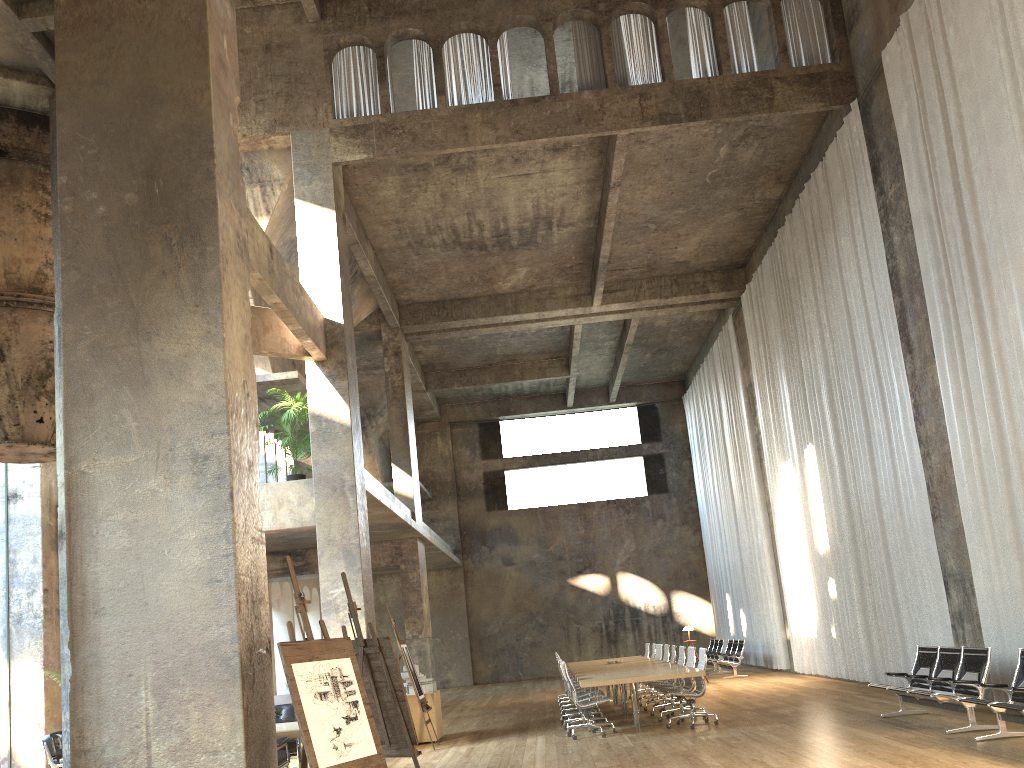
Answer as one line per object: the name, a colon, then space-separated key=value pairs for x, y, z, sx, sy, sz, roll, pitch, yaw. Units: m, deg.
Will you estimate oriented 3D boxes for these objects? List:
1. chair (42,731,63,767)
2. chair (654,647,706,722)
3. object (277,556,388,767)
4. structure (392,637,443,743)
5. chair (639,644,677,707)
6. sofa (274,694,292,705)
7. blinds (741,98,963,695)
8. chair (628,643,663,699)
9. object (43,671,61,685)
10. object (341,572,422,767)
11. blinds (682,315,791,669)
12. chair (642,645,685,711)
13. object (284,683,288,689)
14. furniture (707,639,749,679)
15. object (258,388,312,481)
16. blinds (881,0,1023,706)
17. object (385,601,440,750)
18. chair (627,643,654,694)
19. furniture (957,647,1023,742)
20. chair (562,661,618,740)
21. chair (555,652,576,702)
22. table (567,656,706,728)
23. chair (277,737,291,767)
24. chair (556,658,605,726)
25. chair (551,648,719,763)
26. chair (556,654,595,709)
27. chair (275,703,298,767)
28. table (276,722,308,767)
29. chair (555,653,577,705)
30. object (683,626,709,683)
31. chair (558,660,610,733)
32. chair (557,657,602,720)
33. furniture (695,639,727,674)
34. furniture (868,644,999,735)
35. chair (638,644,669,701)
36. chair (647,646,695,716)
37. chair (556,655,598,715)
chair: x=-4.678 y=4.269 z=9.742 sx=0.820 sy=0.872 sz=0.749 roll=-5 pitch=-12 yaw=-5
chair: x=2.433 y=4.408 z=12.919 sx=0.700 sy=1.002 sz=0.681 roll=-7 pitch=-11 yaw=4
object: x=-1.188 y=2.136 z=5.654 sx=0.691 sy=2.097 sz=0.710 roll=-11 pitch=-11 yaw=27
structure: x=-1.446 y=4.667 z=13.398 sx=0.594 sy=1.512 sz=0.760 roll=-6 pitch=-10 yaw=1
chair: x=2.534 y=5.166 z=15.586 sx=0.700 sy=1.002 sz=0.680 roll=-7 pitch=-11 yaw=6
sofa: x=-4.267 y=6.329 z=16.753 sx=2.064 sy=0.704 sz=3.004 roll=-6 pitch=-16 yaw=1
blinds: x=5.606 y=1.044 z=16.013 sx=0.275 sy=8.441 sz=8.023 roll=-6 pitch=-12 yaw=2
chair: x=2.592 y=5.669 z=17.356 sx=0.701 sy=1.002 sz=0.680 roll=-8 pitch=-11 yaw=9
object: x=-6.100 y=4.121 z=12.223 sx=0.687 sy=0.918 sz=0.882 roll=-4 pitch=-12 yaw=-8
object: x=-1.220 y=2.678 z=7.524 sx=0.711 sy=2.097 sz=0.691 roll=-12 pitch=-11 yaw=32
blinds: x=5.939 y=3.478 z=24.587 sx=0.275 sy=8.441 sz=8.027 roll=-6 pitch=-12 yaw=0
chair: x=2.498 y=4.919 z=14.716 sx=0.701 sy=1.002 sz=0.680 roll=-8 pitch=-11 yaw=9
object: x=-4.971 y=7.454 z=22.363 sx=1.404 sy=1.771 sz=1.387 roll=-7 pitch=-12 yaw=7
furniture: x=5.101 y=6.590 z=21.104 sx=0.708 sy=0.821 sz=1.920 roll=-6 pitch=-15 yaw=1
object: x=-3.430 y=0.835 z=14.114 sx=1.404 sy=1.767 sz=1.387 roll=-7 pitch=-12 yaw=7
blinds: x=5.274 y=-1.383 z=7.465 sx=0.275 sy=8.441 sz=8.023 roll=-6 pitch=-12 yaw=2
object: x=-1.486 y=4.153 z=12.557 sx=0.685 sy=2.097 sz=0.717 roll=-6 pitch=-10 yaw=0
chair: x=2.596 y=5.915 z=18.211 sx=0.700 sy=1.002 sz=0.680 roll=-7 pitch=-11 yaw=6
furniture: x=4.633 y=2.762 z=7.641 sx=0.708 sy=0.821 sz=1.920 roll=-6 pitch=-15 yaw=1
chair: x=1.039 y=4.290 z=12.026 sx=0.700 sy=1.002 sz=0.680 roll=-7 pitch=-11 yaw=6
chair: x=1.243 y=6.062 z=18.256 sx=0.700 sy=1.002 sz=0.680 roll=-7 pitch=-11 yaw=7
table: x=1.866 y=5.204 z=15.030 sx=1.601 sy=0.740 sz=7.915 roll=-6 pitch=-16 yaw=1
chair: x=-2.625 y=3.833 z=8.936 sx=0.731 sy=0.871 sz=0.840 roll=-7 pitch=-12 yaw=8
chair: x=1.062 y=4.778 z=13.729 sx=0.699 sy=1.002 sz=0.681 roll=-6 pitch=-11 yaw=0
chair: x=-0.426 y=4.466 z=12.107 sx=12.952 sy=1.007 sz=32.323 roll=-6 pitch=-16 yaw=1
chair: x=1.171 y=5.538 z=16.411 sx=0.700 sy=1.002 sz=0.680 roll=-7 pitch=-11 yaw=6
chair: x=-2.670 y=4.259 z=10.404 sx=0.729 sy=0.871 sz=0.843 roll=-5 pitch=-12 yaw=-5
table: x=-3.187 y=4.201 z=9.690 sx=2.410 sy=0.684 sz=1.133 roll=-6 pitch=-14 yaw=1
chair: x=1.205 y=5.796 z=17.319 sx=0.700 sy=1.002 sz=0.681 roll=-7 pitch=-11 yaw=4
object: x=3.882 y=6.005 z=19.417 sx=0.578 sy=1.267 sz=0.665 roll=-13 pitch=-12 yaw=33
chair: x=1.037 y=4.536 z=12.882 sx=0.701 sy=1.002 sz=0.680 roll=-8 pitch=-11 yaw=9
chair: x=1.103 y=5.039 z=14.651 sx=0.700 sy=1.002 sz=0.680 roll=-7 pitch=-11 yaw=6
furniture: x=5.193 y=7.260 z=23.465 sx=0.708 sy=0.821 sz=1.920 roll=-6 pitch=-15 yaw=1
furniture: x=4.725 y=3.432 z=10.002 sx=0.708 sy=0.821 sz=1.920 roll=-6 pitch=-15 yaw=1
chair: x=2.559 y=5.429 z=16.509 sx=0.699 sy=1.002 sz=0.681 roll=-6 pitch=-11 yaw=0
chair: x=2.466 y=4.666 z=13.827 sx=0.700 sy=1.002 sz=0.680 roll=-7 pitch=-11 yaw=6
chair: x=1.140 y=5.286 z=15.522 sx=0.701 sy=1.002 sz=0.680 roll=-8 pitch=-11 yaw=9
